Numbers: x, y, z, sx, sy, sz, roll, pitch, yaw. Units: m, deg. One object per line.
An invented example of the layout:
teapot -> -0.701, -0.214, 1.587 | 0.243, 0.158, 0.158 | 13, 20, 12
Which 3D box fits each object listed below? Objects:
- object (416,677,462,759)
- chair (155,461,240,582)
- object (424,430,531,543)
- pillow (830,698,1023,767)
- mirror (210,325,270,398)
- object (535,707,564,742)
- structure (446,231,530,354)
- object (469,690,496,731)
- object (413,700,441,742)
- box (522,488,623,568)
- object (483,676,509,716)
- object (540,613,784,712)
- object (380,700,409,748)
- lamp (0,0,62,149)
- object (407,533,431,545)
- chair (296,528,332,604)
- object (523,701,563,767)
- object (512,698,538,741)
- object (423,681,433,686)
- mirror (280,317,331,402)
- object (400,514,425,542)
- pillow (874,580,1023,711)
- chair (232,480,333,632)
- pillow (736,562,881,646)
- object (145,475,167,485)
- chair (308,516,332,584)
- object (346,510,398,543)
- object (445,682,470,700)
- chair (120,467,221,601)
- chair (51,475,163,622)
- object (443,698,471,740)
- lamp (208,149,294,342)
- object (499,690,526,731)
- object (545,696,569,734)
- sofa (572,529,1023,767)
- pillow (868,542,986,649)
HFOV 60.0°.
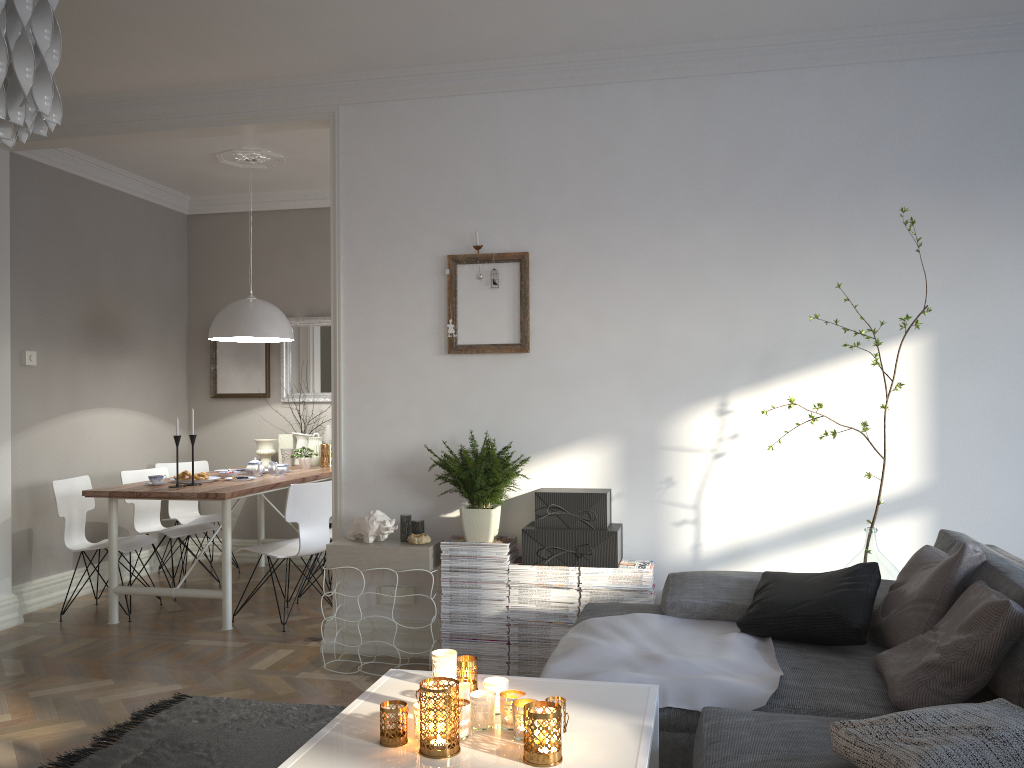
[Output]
object -> -0.152, 0.688, 1.832 | 0.090, 0.140, 0.087 | 0, 0, -18
chair -> -2.252, 0.958, 6.330 | 0.479, 0.785, 0.431 | -1, 0, 43
object -> -0.156, 0.466, 3.997 | 0.438, 0.526, 0.368 | 0, 0, 12
pillow -> 0.885, 0.734, 1.737 | 0.406, 0.194, 0.404 | 0, -1, -2
mirror -> -2.068, -0.171, 6.752 | 0.474, 0.557, 0.052 | 0, 0, 12
object -> 0.079, 0.720, 1.858 | 0.060, 0.073, 0.060 | 0, 0, -26
structure -> -0.117, -0.432, 4.160 | 0.398, 0.574, 0.053 | 0, 0, 9
object -> -0.065, 0.723, 1.964 | 0.060, 0.073, 0.060 | 0, -1, -32
object -> -0.182, 0.722, 1.898 | 0.060, 0.073, 0.060 | 0, 0, 1
box -> 0.268, 0.635, 3.940 | 0.419, 0.315, 0.298 | 0, -1, 12
object -> -0.037, 0.724, 2.058 | 0.060, 0.073, 0.060 | -1, -1, 37
object -> 0.455, 1.023, 2.791 | 0.725, 0.437, 0.812 | 0, -1, 10
object -> -0.251, 0.719, 1.880 | 0.060, 0.079, 0.060 | 0, 0, 2
lamp -> -1.048, -0.995, 1.670 | 0.355, 1.065, 0.354 | 0, 0, -36
object -> -0.417, 0.701, 4.016 | 0.099, 0.046, 0.104 | 0, -1, -32
chair -> -1.022, 0.936, 5.491 | 0.479, 0.785, 0.431 | 0, 0, 17
object -> 0.062, 0.704, 1.786 | 0.080, 0.104, 0.080 | 0, 0, 2
object -> 0.030, 0.721, 1.904 | 0.060, 0.073, 0.060 | -1, -1, 37
object -> -0.180, 0.722, 2.051 | 0.056, 0.066, 0.056 | 0, -1, -26
mirror -> -1.470, -0.184, 6.628 | 0.544, 0.632, 0.047 | 0, 0, 12
object -> -0.463, 0.659, 4.109 | 0.123, 0.134, 0.062 | 0, 0, -37
pillow -> 1.186, 0.701, 2.429 | 0.337, 0.311, 0.414 | -1, -1, 17
chair -> -1.249, 0.929, 4.971 | 0.479, 0.785, 0.431 | -1, 0, 32
pillow -> 0.996, 0.729, 2.966 | 0.421, 0.248, 0.401 | -1, -1, 32
object -> -2.041, 0.552, 5.093 | 0.137, 0.056, 0.116 | -1, -1, 43
chair -> -1.132, 0.948, 6.129 | 0.479, 0.785, 0.431 | 0, 0, 2
object -> -0.642, 0.653, 4.085 | 0.311, 0.150, 0.137 | -1, -1, 42
object -> -0.125, 0.724, 2.015 | 0.060, 0.073, 0.060 | 0, 0, -8
chair -> -2.214, 0.948, 5.742 | 0.479, 0.785, 0.431 | 0, 0, 22
chair -> -2.355, 0.939, 5.157 | 0.479, 0.785, 0.431 | 0, 0, 2
object -> -0.119, 0.722, 1.909 | 0.060, 0.073, 0.060 | 0, 0, 1
lamp -> -1.675, -0.875, 5.697 | 0.530, 1.182, 0.530 | 0, 0, 19
object -> 0.001, 0.723, 1.963 | 0.060, 0.073, 0.060 | -1, -1, 37
object -> 0.099, 0.725, 1.941 | 0.054, 0.068, 0.047 | 0, 0, -28
sofa -> 0.757, 0.903, 2.108 | 1.555, 0.772, 2.632 | -1, -1, 12
pillow -> 1.322, 0.677, 2.805 | 0.324, 0.403, 0.430 | 0, -1, -1
